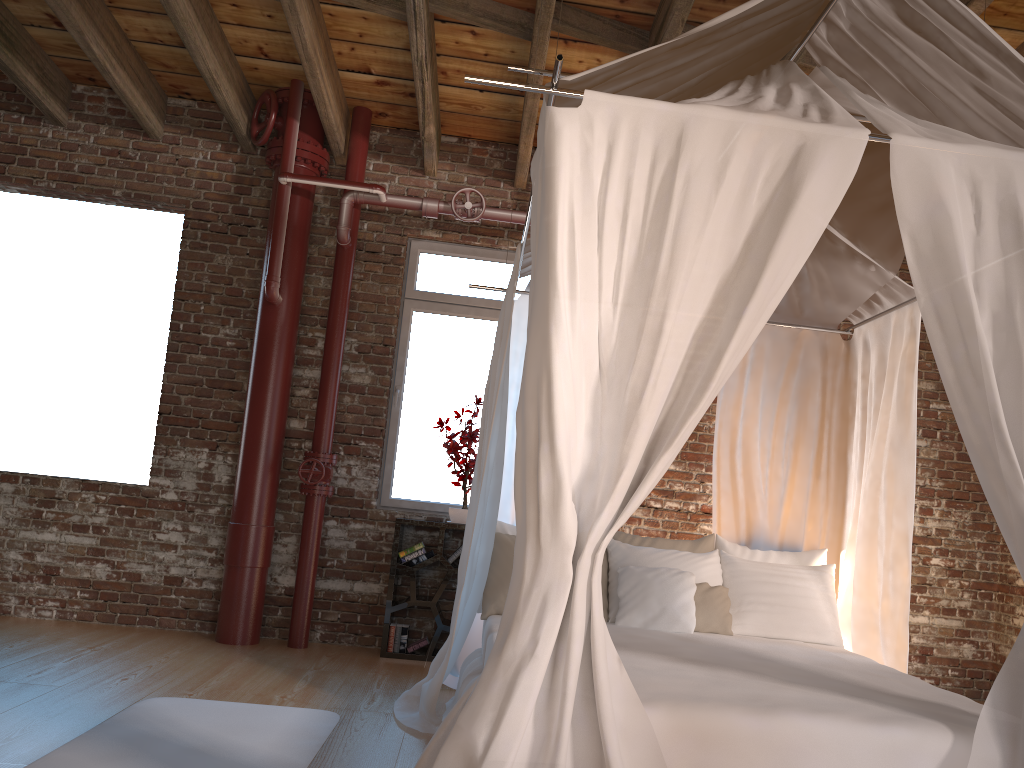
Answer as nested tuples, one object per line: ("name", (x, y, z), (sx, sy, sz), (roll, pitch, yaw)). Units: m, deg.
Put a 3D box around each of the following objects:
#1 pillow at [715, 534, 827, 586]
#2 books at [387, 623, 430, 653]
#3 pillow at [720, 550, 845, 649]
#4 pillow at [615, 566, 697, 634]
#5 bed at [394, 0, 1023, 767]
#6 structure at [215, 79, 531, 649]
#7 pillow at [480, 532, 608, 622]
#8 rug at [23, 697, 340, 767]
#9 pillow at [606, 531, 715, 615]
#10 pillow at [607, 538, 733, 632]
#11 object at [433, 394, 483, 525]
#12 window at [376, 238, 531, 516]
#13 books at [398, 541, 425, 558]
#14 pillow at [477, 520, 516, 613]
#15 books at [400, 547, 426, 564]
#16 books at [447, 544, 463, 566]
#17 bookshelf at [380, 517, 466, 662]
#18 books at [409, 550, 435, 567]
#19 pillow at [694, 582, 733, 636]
("pillow", (1.327, 1.051, 4.548), (0.627, 0.496, 0.210), (6, -4, -5))
("books", (-0.632, 1.573, 5.436), (0.248, 0.159, 0.135), (6, -5, -4))
("pillow", (1.332, 1.070, 4.350), (0.624, 0.431, 0.296), (6, -5, -4))
("pillow", (0.668, 0.999, 4.111), (0.380, 0.290, 0.219), (5, -5, 5))
("bed", (0.922, -0.363, 3.525), (2.479, 3.864, 2.703), (6, -5, -3))
("structure", (-0.804, -0.076, 5.439), (1.986, 3.448, 0.583), (6, -3, -5))
("pillow", (0.166, 0.937, 4.239), (0.610, 0.412, 0.362), (7, -5, -7))
("rug", (-1.147, 1.317, 3.185), (0.853, 0.007, 1.456), (6, -8, -2))
("pillow", (0.737, 0.979, 4.496), (0.627, 0.492, 0.211), (6, -4, -5))
("pillow", (0.749, 0.967, 4.293), (0.608, 0.401, 0.353), (7, -5, -6))
("object", (-0.312, 0.464, 5.573), (0.414, 0.836, 0.399), (7, -4, -8))
("window", (-0.159, -0.009, 5.871), (1.336, 1.840, 0.169), (6, -3, -5))
("books", (-0.621, 1.025, 5.462), (0.153, 0.108, 0.136), (6, -6, -4))
("pillow", (0.162, 0.928, 4.436), (0.628, 0.490, 0.201), (6, -4, -4))
("books", (-0.611, 1.062, 5.461), (0.153, 0.108, 0.136), (6, -6, -4))
("books", (-0.279, 1.066, 5.492), (0.242, 0.165, 0.135), (6, -5, -4))
("bookshelf", (-0.340, 1.304, 5.546), (0.850, 0.841, 0.296), (6, -4, -5))
("books", (-0.556, 1.080, 5.466), (0.156, 0.113, 0.136), (6, -6, -4))
("pillow", (0.903, 1.055, 4.165), (0.287, 0.233, 0.164), (7, -5, -6))
